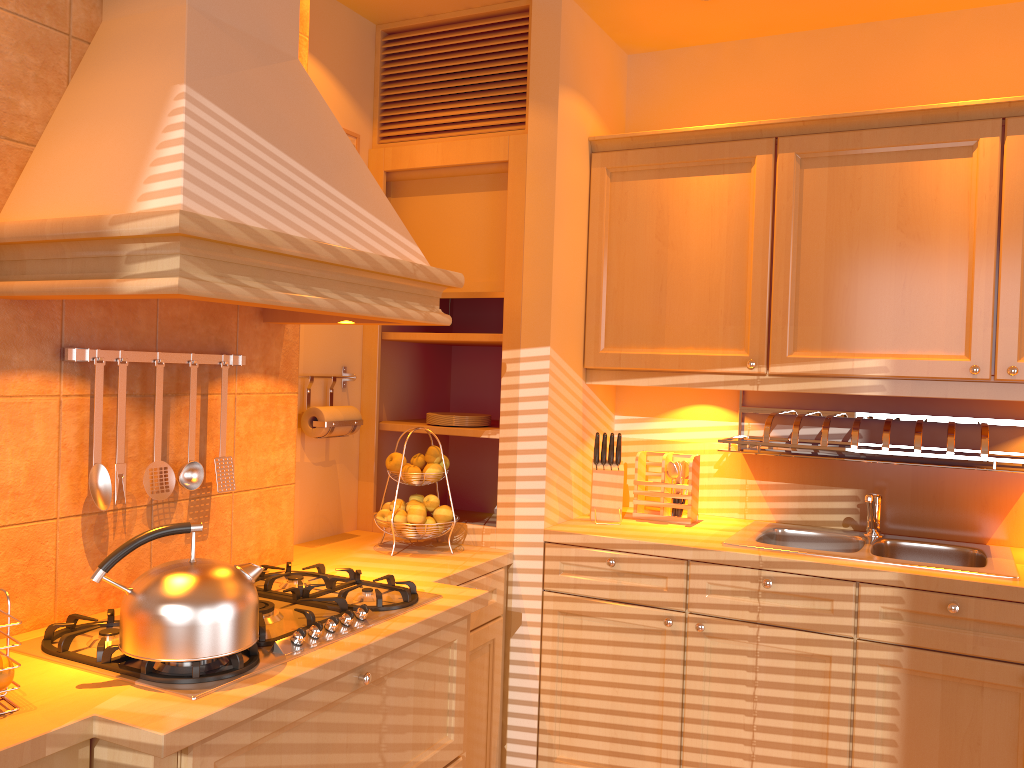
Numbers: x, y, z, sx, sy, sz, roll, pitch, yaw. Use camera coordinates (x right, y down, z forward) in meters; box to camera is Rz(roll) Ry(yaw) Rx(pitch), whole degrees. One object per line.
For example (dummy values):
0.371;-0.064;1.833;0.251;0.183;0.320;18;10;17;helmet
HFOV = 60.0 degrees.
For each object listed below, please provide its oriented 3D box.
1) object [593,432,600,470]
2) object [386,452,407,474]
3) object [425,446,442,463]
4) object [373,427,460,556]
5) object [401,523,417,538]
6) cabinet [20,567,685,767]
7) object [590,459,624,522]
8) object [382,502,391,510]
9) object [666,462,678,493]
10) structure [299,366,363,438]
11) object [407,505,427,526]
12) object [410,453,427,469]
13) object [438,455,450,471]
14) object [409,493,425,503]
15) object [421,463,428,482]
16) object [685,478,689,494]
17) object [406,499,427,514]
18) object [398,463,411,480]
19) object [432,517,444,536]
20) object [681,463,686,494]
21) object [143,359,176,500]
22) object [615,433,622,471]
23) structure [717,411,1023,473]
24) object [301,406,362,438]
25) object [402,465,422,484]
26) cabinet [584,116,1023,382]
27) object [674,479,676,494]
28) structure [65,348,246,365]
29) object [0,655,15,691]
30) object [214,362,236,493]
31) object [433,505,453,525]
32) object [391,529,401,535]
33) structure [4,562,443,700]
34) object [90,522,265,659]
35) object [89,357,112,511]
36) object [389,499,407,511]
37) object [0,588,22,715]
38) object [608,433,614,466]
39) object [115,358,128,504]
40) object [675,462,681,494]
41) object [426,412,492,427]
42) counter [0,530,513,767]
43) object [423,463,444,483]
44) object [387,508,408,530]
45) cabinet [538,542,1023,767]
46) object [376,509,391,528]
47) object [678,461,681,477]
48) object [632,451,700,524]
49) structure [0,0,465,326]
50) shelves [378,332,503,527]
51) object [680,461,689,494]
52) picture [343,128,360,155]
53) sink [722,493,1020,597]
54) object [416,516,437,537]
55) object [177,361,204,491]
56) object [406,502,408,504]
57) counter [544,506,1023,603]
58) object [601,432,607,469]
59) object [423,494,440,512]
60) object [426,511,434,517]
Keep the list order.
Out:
0.275;0.289;2.887;0.019;0.265;0.037;2;1;-9;object
-0.355;0.242;2.723;0.063;0.064;0.061;3;1;36;object
-0.242;0.219;2.732;0.055;0.059;0.058;2;1;-17;object
-0.292;0.322;2.741;0.265;0.376;0.265;2;1;-14;object
-0.312;0.440;2.697;0.052;0.056;0.057;2;1;-11;object
-0.405;0.975;2.043;1.141;0.840;2.850;2;1;27;cabinet
0.310;0.348;2.902;0.100;0.200;0.070;2;1;0;object
-0.387;0.396;2.802;0.046;0.047;0.044;1;1;-43;object
0.532;0.351;2.925;0.042;0.192;0.040;2;1;-13;object
-0.570;0.054;2.772;0.126;0.220;0.320;2;1;27;structure
-0.283;0.390;2.635;0.056;0.063;0.065;2;1;2;object
-0.289;0.241;2.751;0.050;0.051;0.051;1;1;-39;object
-0.224;0.248;2.771;0.058;0.060;0.057;1;1;-42;object
-0.294;0.361;2.743;0.051;0.048;0.050;1;1;-30;object
-0.271;0.276;2.777;0.058;0.059;0.058;1;1;-32;object
0.575;0.365;2.938;0.044;0.178;0.019;2;1;3;object
-0.290;0.381;2.690;0.063;0.061;0.063;2;1;0;object
-0.330;0.274;2.763;0.057;0.056;0.051;2;1;-14;object
-0.240;0.438;2.735;0.063;0.061;0.064;2;1;5;object
0.559;0.355;2.927;0.022;0.196;0.018;2;1;31;object
-0.799;0.104;2.017;0.017;0.320;0.090;2;1;27;object
0.344;0.291;2.887;0.019;0.265;0.037;2;1;10;object
1.114;0.166;2.709;0.900;0.126;0.300;2;1;27;structure
-0.561;0.116;2.768;0.096;0.094;0.186;2;1;27;object
-0.307;0.277;2.708;0.064;0.058;0.063;2;1;-7;object
1.125;-0.376;2.686;1.792;0.712;0.332;2;1;27;cabinet
0.548;0.364;2.965;0.019;0.178;0.044;2;1;23;object
-0.798;-0.061;2.041;0.009;0.024;0.506;2;1;27;structure
-0.814;0.456;1.397;0.052;0.054;0.061;1;1;-36;object
-0.708;0.106;2.196;0.020;0.323;0.061;2;1;27;object
-0.208;0.397;2.692;0.064;0.060;0.063;3;1;42;object
-0.351;0.443;2.732;0.046;0.043;0.047;2;1;-13;object
-0.566;0.491;1.928;0.494;0.051;0.797;2;1;27;structure
-0.591;0.361;1.631;0.242;0.215;0.251;2;1;14;object
-0.866;0.106;1.872;0.028;0.323;0.055;2;1;27;object
-0.347;0.380;2.714;0.055;0.058;0.056;1;1;-28;object
-0.907;0.423;1.386;0.189;0.174;0.207;3;1;42;object
0.320;0.290;2.887;0.019;0.265;0.038;2;1;10;object
-0.849;0.104;1.929;0.006;0.319;0.028;2;1;27;object
0.548;0.355;2.927;0.020;0.196;0.017;1;1;-38;object
-0.181;0.123;3.033;0.222;0.039;0.222;3;1;44;object
-0.691;0.529;1.851;0.770;0.038;2.250;2;1;27;counter
-0.242;0.271;2.720;0.063;0.063;0.064;3;1;43;object
-0.343;0.405;2.659;0.063;0.063;0.063;3;1;38;object
1.563;0.607;2.302;3.000;1.700;0.625;2;1;27;cabinet
-0.387;0.410;2.710;0.056;0.057;0.053;2;1;4;object
0.552;0.355;2.948;0.018;0.196;0.023;2;1;31;object
0.519;0.343;2.975;0.200;0.221;0.103;2;1;27;object
1.038;-0.581;1.913;4.091;1.148;1.061;2;1;0;structure
-0.113;0.183;3.166;0.600;0.702;0.582;2;1;27;shelves
0.563;0.352;2.963;0.042;0.192;0.040;2;1;-14;object
-0.598;-0.585;2.796;0.007;0.491;0.366;2;1;27;picture
1.035;0.483;2.578;0.746;0.336;0.465;2;1;27;sink
-0.258;0.429;2.671;0.064;0.062;0.064;2;1;14;object
-0.771;0.098;2.110;0.037;0.309;0.077;2;1;26;object
-0.310;0.394;2.787;0.058;0.055;0.059;3;1;34;object
1.035;0.496;2.580;1.800;0.038;0.600;2;1;27;counter
0.296;0.290;2.887;0.019;0.265;0.038;2;1;10;object
-0.245;0.362;2.700;0.050;0.052;0.049;3;1;34;object
-0.254;0.391;2.763;0.057;0.059;0.058;2;1;-10;object
